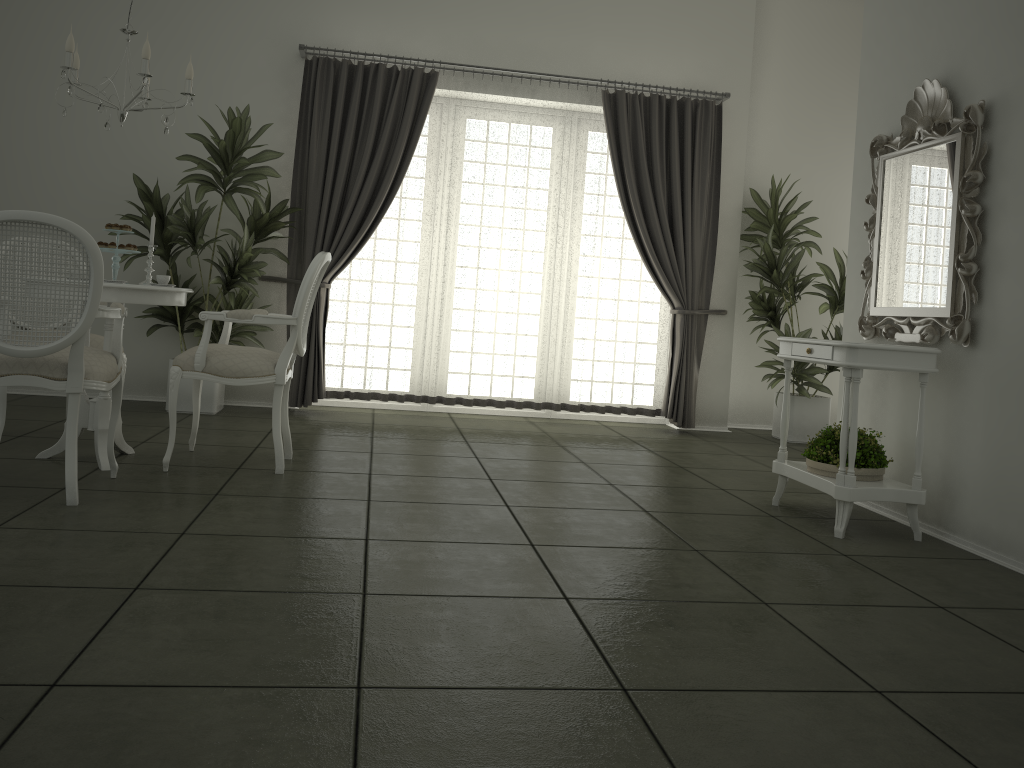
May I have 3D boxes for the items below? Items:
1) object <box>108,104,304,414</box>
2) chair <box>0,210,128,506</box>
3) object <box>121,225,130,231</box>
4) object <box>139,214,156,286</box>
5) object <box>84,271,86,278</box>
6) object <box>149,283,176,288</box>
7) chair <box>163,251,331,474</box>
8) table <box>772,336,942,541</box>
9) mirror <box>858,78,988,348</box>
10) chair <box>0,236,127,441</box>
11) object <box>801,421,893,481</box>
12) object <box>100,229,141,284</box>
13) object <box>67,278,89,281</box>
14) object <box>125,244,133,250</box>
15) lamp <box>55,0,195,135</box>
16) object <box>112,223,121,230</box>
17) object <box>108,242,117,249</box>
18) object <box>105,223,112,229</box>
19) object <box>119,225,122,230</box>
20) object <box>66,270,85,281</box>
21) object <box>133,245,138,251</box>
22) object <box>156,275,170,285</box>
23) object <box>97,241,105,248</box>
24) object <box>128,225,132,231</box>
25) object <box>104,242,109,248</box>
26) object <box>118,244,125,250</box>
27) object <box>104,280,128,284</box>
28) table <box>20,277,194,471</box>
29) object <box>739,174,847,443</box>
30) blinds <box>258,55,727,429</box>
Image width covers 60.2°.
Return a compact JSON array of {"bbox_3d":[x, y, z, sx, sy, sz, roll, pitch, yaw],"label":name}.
[{"bbox_3d":[-2.130,-0.862,6.062,1.163,2.098,1.038,4,0,9],"label":"object"},{"bbox_3d":[-1.831,-0.109,3.396,0.594,1.064,0.692,4,1,-18],"label":"chair"},{"bbox_3d":[-1.815,-0.733,4.145,0.039,0.032,0.039,4,2,-3],"label":"object"},{"bbox_3d":[-1.778,-0.665,4.349,0.088,0.365,0.088,4,-1,-31],"label":"object"},{"bbox_3d":[-2.071,-0.525,4.239,0.062,0.049,0.078,3,3,-29],"label":"object"},{"bbox_3d":[-1.668,-0.470,4.216,0.118,0.016,0.119,3,5,-19],"label":"object"},{"bbox_3d":[-1.268,-0.141,4.302,0.689,1.065,0.596,4,0,-8],"label":"chair"},{"bbox_3d":[1.497,0.213,3.953,0.432,0.806,0.699,4,1,-9],"label":"table"},{"bbox_3d":[1.848,-0.787,4.018,0.082,1.210,0.839,4,1,-9],"label":"mirror"},{"bbox_3d":[-2.411,-0.247,4.606,0.593,1.064,0.692,4,1,-43],"label":"chair"},{"bbox_3d":[1.500,0.288,3.954,0.373,0.232,0.348,3,3,-13],"label":"object"},{"bbox_3d":[-1.863,-0.598,4.158,0.211,0.249,0.210,5,2,24],"label":"object"},{"bbox_3d":[-2.076,-0.501,4.246,0.118,0.016,0.119,3,4,-9],"label":"object"},{"bbox_3d":[-1.792,-0.641,4.132,0.039,0.032,0.039,6,3,42],"label":"object"},{"bbox_3d":[-1.728,-2.421,4.161,0.590,2.441,0.595,4,-1,-31],"label":"lamp"},{"bbox_3d":[-1.847,-0.733,4.119,0.039,0.032,0.039,5,2,12],"label":"object"},{"bbox_3d":[-1.849,-0.642,4.086,0.039,0.032,0.039,2,3,-43],"label":"object"},{"bbox_3d":[-1.885,-0.737,4.135,0.039,0.032,0.039,5,3,22],"label":"object"},{"bbox_3d":[-1.860,-0.741,4.201,0.039,0.032,0.039,5,2,12],"label":"object"},{"bbox_3d":[-1.912,-0.479,3.869,0.062,0.049,0.078,4,3,1],"label":"object"},{"bbox_3d":[-1.803,-0.648,4.205,0.039,0.032,0.039,5,2,12],"label":"object"},{"bbox_3d":[-1.663,-0.494,4.224,0.062,0.049,0.078,5,3,24],"label":"object"},{"bbox_3d":[-1.917,-0.649,4.113,0.039,0.032,0.039,6,3,42],"label":"object"},{"bbox_3d":[-1.821,-0.737,4.186,0.039,0.032,0.039,6,3,37],"label":"object"},{"bbox_3d":[-1.928,-0.655,4.186,0.039,0.032,0.039,6,3,42],"label":"object"},{"bbox_3d":[-1.871,-0.655,4.232,0.039,0.032,0.039,6,3,32],"label":"object"},{"bbox_3d":[-1.772,-0.454,3.923,0.118,0.016,0.119,3,5,-19],"label":"object"},{"bbox_3d":[-1.911,-0.058,4.128,0.739,0.830,0.742,4,2,-12],"label":"table"},{"bbox_3d":[2.328,-0.610,6.907,1.163,2.098,1.038,4,0,9],"label":"object"},{"bbox_3d":[-0.050,-1.026,6.807,3.655,2.606,0.660,4,0,-9],"label":"blinds"}]
